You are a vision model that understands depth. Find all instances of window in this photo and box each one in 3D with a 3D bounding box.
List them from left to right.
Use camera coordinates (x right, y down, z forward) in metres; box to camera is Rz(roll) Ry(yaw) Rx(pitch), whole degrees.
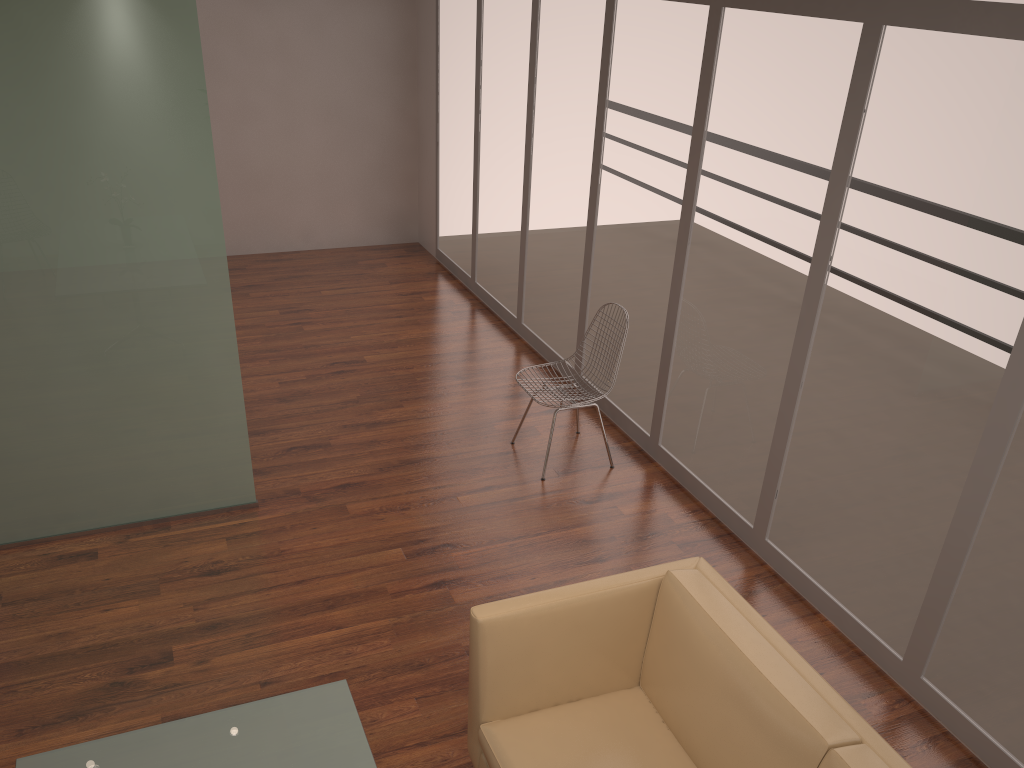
[{"bbox_3d":[0.899,-1.069,4.417,0.061,3.416,8.283,-10,29,-21],"label":"window"}]

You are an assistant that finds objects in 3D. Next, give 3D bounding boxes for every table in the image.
[{"bbox_3d":[-0.611,1.620,2.030,0.932,0.584,1.810,-9,28,-21],"label":"table"}]

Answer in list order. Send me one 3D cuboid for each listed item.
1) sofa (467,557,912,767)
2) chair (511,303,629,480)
[{"bbox_3d":[0.581,1.340,2.394,0.872,0.873,1.743,-9,29,-21],"label":"sofa"},{"bbox_3d":[0.334,0.009,5.036,0.557,0.938,0.525,-9,30,-21],"label":"chair"}]
